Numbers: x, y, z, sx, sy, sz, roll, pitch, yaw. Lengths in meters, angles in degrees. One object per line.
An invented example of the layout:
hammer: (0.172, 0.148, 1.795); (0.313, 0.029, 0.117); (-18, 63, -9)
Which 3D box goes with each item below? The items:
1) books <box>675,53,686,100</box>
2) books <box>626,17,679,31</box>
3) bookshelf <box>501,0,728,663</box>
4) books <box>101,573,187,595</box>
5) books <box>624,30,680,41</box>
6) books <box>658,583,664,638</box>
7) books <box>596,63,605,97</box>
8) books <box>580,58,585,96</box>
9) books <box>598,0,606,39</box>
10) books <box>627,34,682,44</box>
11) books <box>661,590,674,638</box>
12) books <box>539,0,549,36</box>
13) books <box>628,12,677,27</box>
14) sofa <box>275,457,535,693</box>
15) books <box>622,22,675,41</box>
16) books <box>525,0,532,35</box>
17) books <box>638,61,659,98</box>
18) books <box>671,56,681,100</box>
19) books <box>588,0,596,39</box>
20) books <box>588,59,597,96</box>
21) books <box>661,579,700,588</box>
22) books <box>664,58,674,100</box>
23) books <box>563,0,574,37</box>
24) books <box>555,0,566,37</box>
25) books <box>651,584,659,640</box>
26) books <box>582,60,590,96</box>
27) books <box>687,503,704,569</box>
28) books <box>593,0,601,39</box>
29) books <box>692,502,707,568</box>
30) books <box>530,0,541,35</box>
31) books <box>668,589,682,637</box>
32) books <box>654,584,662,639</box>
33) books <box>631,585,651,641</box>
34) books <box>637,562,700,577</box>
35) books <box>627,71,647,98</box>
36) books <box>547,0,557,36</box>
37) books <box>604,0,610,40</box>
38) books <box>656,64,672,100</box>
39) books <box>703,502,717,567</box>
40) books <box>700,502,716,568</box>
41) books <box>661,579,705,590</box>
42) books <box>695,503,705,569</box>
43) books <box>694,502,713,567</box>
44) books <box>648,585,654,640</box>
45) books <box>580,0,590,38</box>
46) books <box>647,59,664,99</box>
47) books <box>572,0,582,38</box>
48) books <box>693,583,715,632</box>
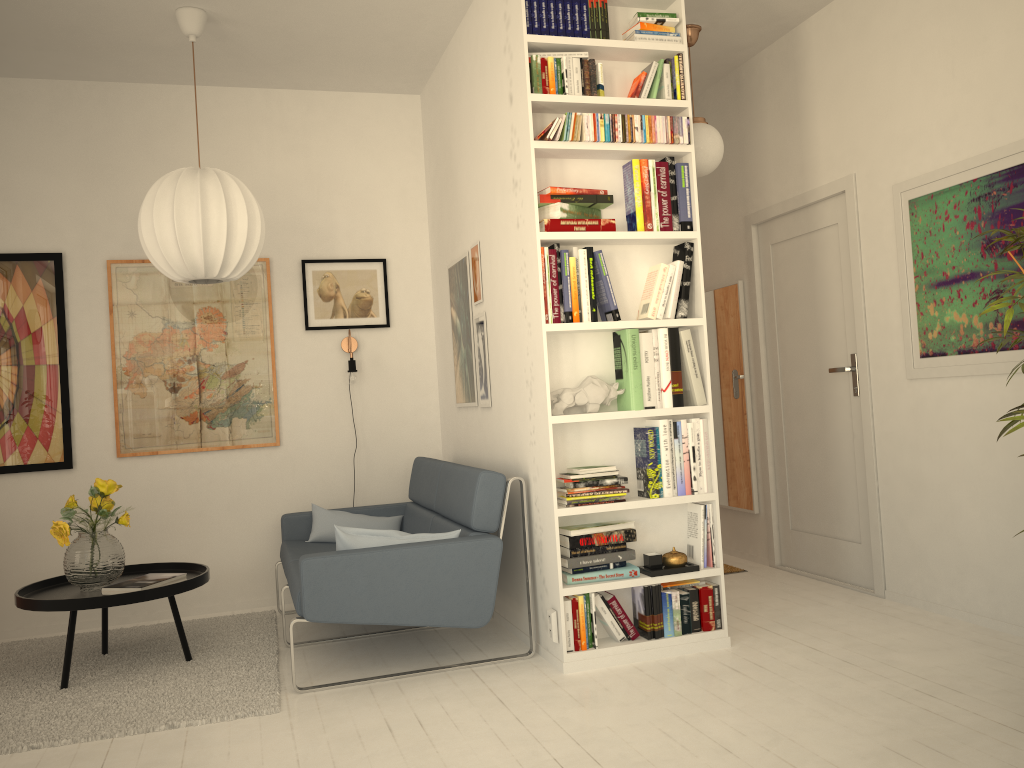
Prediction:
books: (0.669, -1.259, 3.748); (0.022, 0.199, 0.212); (-3, -1, -17)
books: (0.574, -1.481, 3.709); (0.179, 0.016, 0.208); (-3, -1, -12)
bookshelf: (0.410, -0.359, 3.637); (0.710, 2.901, 0.249); (-3, -2, -17)
books: (-1.559, 0.850, 3.773); (0.200, 0.031, 0.289); (-4, -1, 17)
books: (0.566, -1.432, 3.729); (0.200, 0.018, 0.208); (-3, -1, -17)
books: (0.563, 0.904, 3.616); (0.015, 0.214, 0.202); (-3, -1, -17)
books: (0.331, -1.209, 3.635); (0.020, 0.145, 0.189); (-3, -1, -17)
books: (0.255, -1.213, 3.607); (0.013, 0.159, 0.176); (-3, -1, -17)
books: (0.334, -1.467, 3.659); (0.020, 0.191, 0.205); (-3, -1, -17)
books: (0.566, -1.403, 3.729); (0.214, 0.038, 0.222); (-3, -1, -17)
books: (0.590, 0.921, 3.632); (0.044, 0.179, 0.224); (-3, -1, -17)
books: (0.100, -1.448, 3.587); (0.034, 0.179, 0.188); (-3, -1, -17)
books: (0.576, -1.505, 3.728); (0.169, 0.032, 0.188); (-3, -1, -12)
sofa: (-0.595, 0.780, 4.160); (0.964, 0.773, 1.602); (-3, -1, -17)
books: (0.553, -1.455, 3.725); (0.173, 0.030, 0.199); (-3, -1, -27)
books: (0.033, -1.444, 3.566); (0.034, 0.179, 0.188); (-3, -1, -17)
books: (0.529, -1.233, 3.721); (0.092, 0.165, 0.222); (-3, -1, -17)
books: (0.651, -1.252, 3.745); (0.014, 0.188, 0.218); (-3, -1, -17)
books: (0.292, -1.465, 3.658); (0.020, 0.191, 0.205); (-3, -1, -17)
books: (0.300, -1.213, 3.606); (0.023, 0.153, 0.176); (-3, -1, -17)
books: (0.670, 0.811, 3.630); (0.165, 0.006, 0.103); (-3, -1, -17)
books: (0.629, -1.250, 3.752); (0.022, 0.187, 0.186); (-3, -1, -17)
books: (0.200, -1.454, 3.618); (0.034, 0.179, 0.188); (-3, -1, -17)
books: (0.166, -1.452, 3.608); (0.034, 0.179, 0.188); (-3, -1, -17)
books: (0.538, 0.905, 3.595); (0.015, 0.214, 0.202); (-3, -1, -17)
books: (0.267, -1.211, 3.631); (0.024, 0.155, 0.206); (-3, -1, -17)
books: (0.742, 0.625, 3.694); (0.034, 0.257, 0.209); (-3, -1, -17)
books: (0.312, -1.466, 3.661); (0.020, 0.191, 0.205); (-3, -1, -17)
books: (0.770, 0.623, 3.668); (0.033, 0.258, 0.130); (-3, -1, -17)
books: (0.066, -1.446, 3.577); (0.034, 0.179, 0.188); (-3, -1, -17)
books: (0.626, 0.920, 3.638); (0.032, 0.176, 0.222); (-3, -1, -17)
books: (0.550, 0.905, 3.607); (0.015, 0.214, 0.202); (-3, -1, -17)
books: (0.508, 0.907, 3.591); (0.015, 0.214, 0.202); (-3, -1, -17)
books: (0.632, 0.747, 3.587); (0.215, 0.023, 0.130); (-3, -1, -17)
books: (0.495, -1.213, 3.722); (0.073, 0.129, 0.200); (-3, -1, -17)
books: (0.133, -1.450, 3.597); (0.034, 0.179, 0.188); (-3, -1, -17)
books: (0.350, -1.468, 3.676); (0.020, 0.191, 0.205); (-3, -1, -17)
books: (0.609, -1.232, 3.727); (0.030, 0.153, 0.199); (-3, -1, -17)
books: (0.802, 0.620, 3.685); (0.011, 0.256, 0.139); (-3, -1, -17)
books: (0.790, 0.620, 3.691); (0.007, 0.257, 0.181); (-3, -1, -17)
books: (0.678, 0.820, 3.651); (0.193, 0.012, 0.130); (-3, -1, -17)
books: (0.751, 0.624, 3.699); (0.030, 0.256, 0.198); (-3, -1, -17)
books: (0.780, 0.621, 3.700); (0.008, 0.256, 0.184); (-3, -1, -17)
books: (0.520, 0.907, 3.603); (0.015, 0.214, 0.202); (-3, -1, -17)
books: (0.267, -1.458, 3.639); (0.034, 0.179, 0.188); (-3, -1, -17)
books: (0.565, -1.238, 3.718); (0.065, 0.168, 0.228); (-3, -1, -17)
books: (0.233, -1.456, 3.629); (0.034, 0.179, 0.188); (-3, -1, -17)
books: (0.763, 0.911, 3.674); (0.056, 0.180, 0.202); (-3, -1, -17)
